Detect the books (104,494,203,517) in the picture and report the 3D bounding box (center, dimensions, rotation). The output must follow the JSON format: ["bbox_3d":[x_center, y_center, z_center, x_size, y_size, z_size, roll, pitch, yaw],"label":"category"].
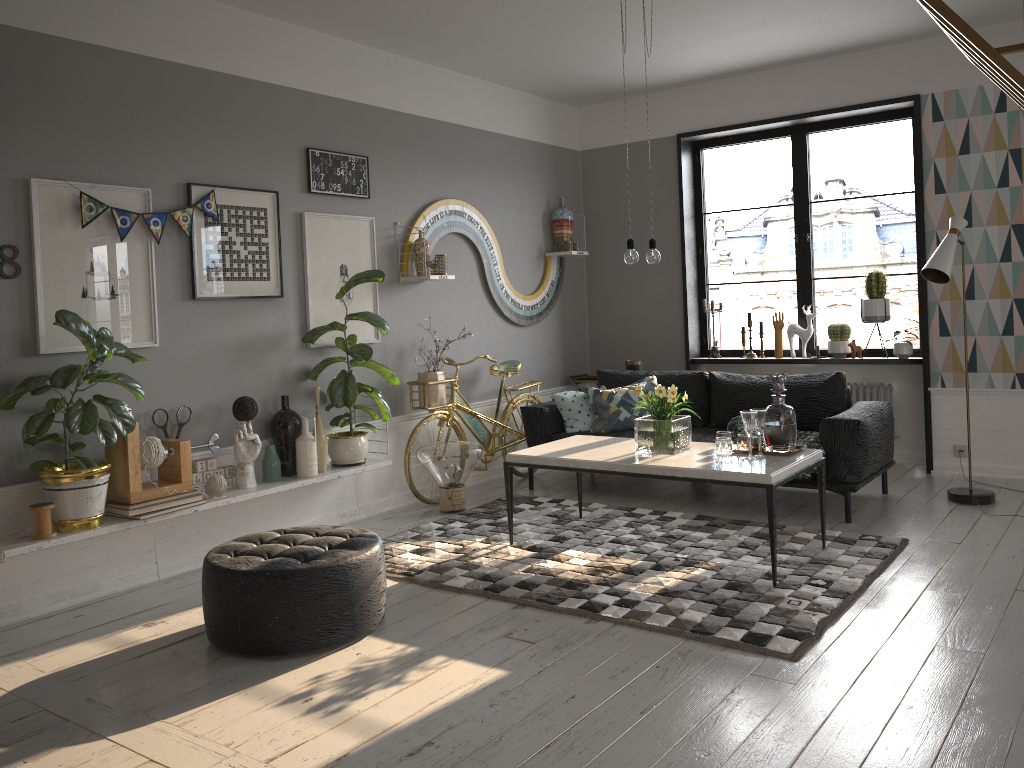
[{"bbox_3d":[-1.714,0.564,4.216,0.260,0.029,0.385,1,6,37],"label":"books"}]

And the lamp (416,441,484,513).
[{"bbox_3d":[-0.387,0.588,5.636,0.433,0.437,0.433,-4,3,-23],"label":"lamp"}]

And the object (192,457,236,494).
[{"bbox_3d":[-1.569,0.473,4.609,0.078,0.173,0.265,-1,4,42],"label":"object"}]

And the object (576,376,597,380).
[{"bbox_3d":[0.729,-0.049,7.423,0.318,0.015,0.247,1,6,36],"label":"object"}]

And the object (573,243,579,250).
[{"bbox_3d":[0.524,-1.124,7.238,0.050,0.058,0.050,-1,3,26],"label":"object"}]

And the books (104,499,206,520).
[{"bbox_3d":[-1.709,0.587,4.229,0.296,0.021,0.369,0,6,31],"label":"books"}]

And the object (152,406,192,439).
[{"bbox_3d":[-1.711,0.347,4.483,0.019,0.463,0.222,-2,2,36],"label":"object"}]

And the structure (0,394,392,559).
[{"bbox_3d":[-1.667,0.399,4.344,0.308,0.485,2.785,-1,5,36],"label":"structure"}]

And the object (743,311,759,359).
[{"bbox_3d":[1.885,-0.390,6.996,0.123,0.375,0.123,-1,2,41],"label":"object"}]

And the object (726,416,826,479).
[{"bbox_3d":[1.545,0.391,5.279,0.666,0.328,0.492,0,5,31],"label":"object"}]

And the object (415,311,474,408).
[{"bbox_3d":[-0.431,-0.176,5.916,0.489,0.640,0.253,-4,2,-36],"label":"object"}]

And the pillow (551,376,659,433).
[{"bbox_3d":[0.689,0.146,6.193,0.798,0.361,0.445,-1,4,18],"label":"pillow"}]

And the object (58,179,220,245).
[{"bbox_3d":[-1.815,-0.858,4.395,0.057,0.338,0.917,-2,4,36],"label":"object"}]

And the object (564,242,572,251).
[{"bbox_3d":[0.457,-1.118,7.204,0.060,0.079,0.060,-1,3,25],"label":"object"}]

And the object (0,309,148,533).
[{"bbox_3d":[-1.899,0.154,3.887,0.545,0.962,0.512,-2,2,22],"label":"object"}]

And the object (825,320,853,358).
[{"bbox_3d":[2.459,-0.339,6.643,0.234,0.282,0.214,-2,3,10],"label":"object"}]

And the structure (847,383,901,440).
[{"bbox_3d":[2.352,0.199,6.866,1.222,0.427,0.149,1,3,34],"label":"structure"}]

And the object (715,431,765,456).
[{"bbox_3d":[1.143,0.297,4.433,0.246,0.087,0.280,-1,5,14],"label":"object"}]

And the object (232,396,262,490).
[{"bbox_3d":[-1.408,0.306,4.677,0.136,0.482,0.155,-2,2,36],"label":"object"}]

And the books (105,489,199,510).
[{"bbox_3d":[-1.725,0.542,4.219,0.229,0.017,0.380,1,6,33],"label":"books"}]

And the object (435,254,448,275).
[{"bbox_3d":[-0.473,-0.796,5.926,0.086,0.139,0.086,-1,2,29],"label":"object"}]

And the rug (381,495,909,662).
[{"bbox_3d":[0.500,0.852,4.548,2.525,0.034,1.776,1,6,36],"label":"rug"}]

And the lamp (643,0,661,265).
[{"bbox_3d":[0.636,-1.323,3.902,0.074,1.533,1.400,-2,3,6],"label":"lamp"}]

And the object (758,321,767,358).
[{"bbox_3d":[1.974,-0.356,6.995,0.076,0.300,0.076,-3,1,-23],"label":"object"}]

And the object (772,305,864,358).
[{"bbox_3d":[2.302,-0.394,6.697,0.662,0.409,0.135,0,3,37],"label":"object"}]

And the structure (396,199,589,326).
[{"bbox_3d":[-0.055,-0.895,6.604,0.267,0.953,2.029,-2,4,36],"label":"structure"}]

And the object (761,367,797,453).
[{"bbox_3d":[1.325,0.124,4.380,0.156,0.416,0.148,-4,2,-34],"label":"object"}]

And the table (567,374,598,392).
[{"bbox_3d":[0.865,0.267,7.338,0.742,0.678,0.340,0,3,36],"label":"table"}]

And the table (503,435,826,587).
[{"bbox_3d":[0.765,0.601,4.537,1.455,0.510,0.734,1,5,36],"label":"table"}]

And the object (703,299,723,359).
[{"bbox_3d":[1.621,-0.451,7.186,0.145,0.489,0.162,-3,2,-18],"label":"object"}]

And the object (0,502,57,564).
[{"bbox_3d":[-2.240,0.589,3.516,0.329,0.306,0.787,0,5,37],"label":"object"}]

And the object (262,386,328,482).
[{"bbox_3d":[-1.210,0.272,4.922,0.332,0.487,0.286,-3,2,-3],"label":"object"}]

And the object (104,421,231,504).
[{"bbox_3d":[-1.655,0.373,4.311,0.238,0.439,0.547,-1,4,36],"label":"object"}]

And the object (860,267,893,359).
[{"bbox_3d":[2.627,-0.518,6.381,0.235,0.669,0.229,-2,1,7],"label":"object"}]

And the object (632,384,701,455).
[{"bbox_3d":[0.765,0.168,4.545,0.351,0.350,0.326,0,4,39],"label":"object"}]

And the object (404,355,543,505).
[{"bbox_3d":[-0.191,0.262,6.262,0.426,0.967,1.632,-2,4,28],"label":"object"}]

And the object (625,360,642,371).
[{"bbox_3d":[0.989,-0.110,7.181,0.141,0.160,0.138,-3,3,-16],"label":"object"}]

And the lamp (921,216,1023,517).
[{"bbox_3d":[2.950,-0.168,5.379,0.679,1.699,1.250,-1,3,35],"label":"lamp"}]

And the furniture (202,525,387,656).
[{"bbox_3d":[-0.890,0.825,3.651,0.735,0.356,0.738,-1,5,23],"label":"furniture"}]

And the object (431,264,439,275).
[{"bbox_3d":[-0.521,-0.771,5.992,0.062,0.081,0.062,-2,3,12],"label":"object"}]

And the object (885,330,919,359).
[{"bbox_3d":[2.761,-0.280,6.262,0.170,0.203,0.247,0,4,39],"label":"object"}]

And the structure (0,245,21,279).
[{"bbox_3d":[-2.400,-0.450,3.632,0.024,0.262,0.742,-2,4,36],"label":"structure"}]

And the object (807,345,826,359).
[{"bbox_3d":[2.313,-0.243,6.686,0.123,0.099,0.123,-5,4,-31],"label":"object"}]

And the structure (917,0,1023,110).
[{"bbox_3d":[0.610,-0.631,1.073,0.185,0.774,0.496,-2,2,36],"label":"structure"}]

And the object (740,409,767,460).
[{"bbox_3d":[1.163,0.240,4.244,0.168,0.226,0.082,-5,3,-42],"label":"object"}]

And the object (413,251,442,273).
[{"bbox_3d":[-0.549,-0.792,5.799,0.197,0.165,0.060,-4,2,-20],"label":"object"}]

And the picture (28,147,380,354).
[{"bbox_3d":[-1.419,-0.418,1.559,4.037,1.791,7.319,1,6,36],"label":"picture"}]

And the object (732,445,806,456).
[{"bbox_3d":[1.275,0.324,4.413,0.318,0.015,0.247,1,6,36],"label":"object"}]

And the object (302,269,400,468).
[{"bbox_3d":[-0.948,-0.098,5.236,0.567,1.148,0.416,-3,2,-14],"label":"object"}]

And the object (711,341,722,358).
[{"bbox_3d":[1.675,-0.291,7.255,0.084,0.151,0.085,-1,3,40],"label":"object"}]

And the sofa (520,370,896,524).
[{"bbox_3d":[1.229,0.329,5.872,2.339,0.796,0.973,1,5,36],"label":"sofa"}]

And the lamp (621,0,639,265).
[{"bbox_3d":[0.513,-1.312,3.837,0.074,1.533,1.400,-2,3,6],"label":"lamp"}]
